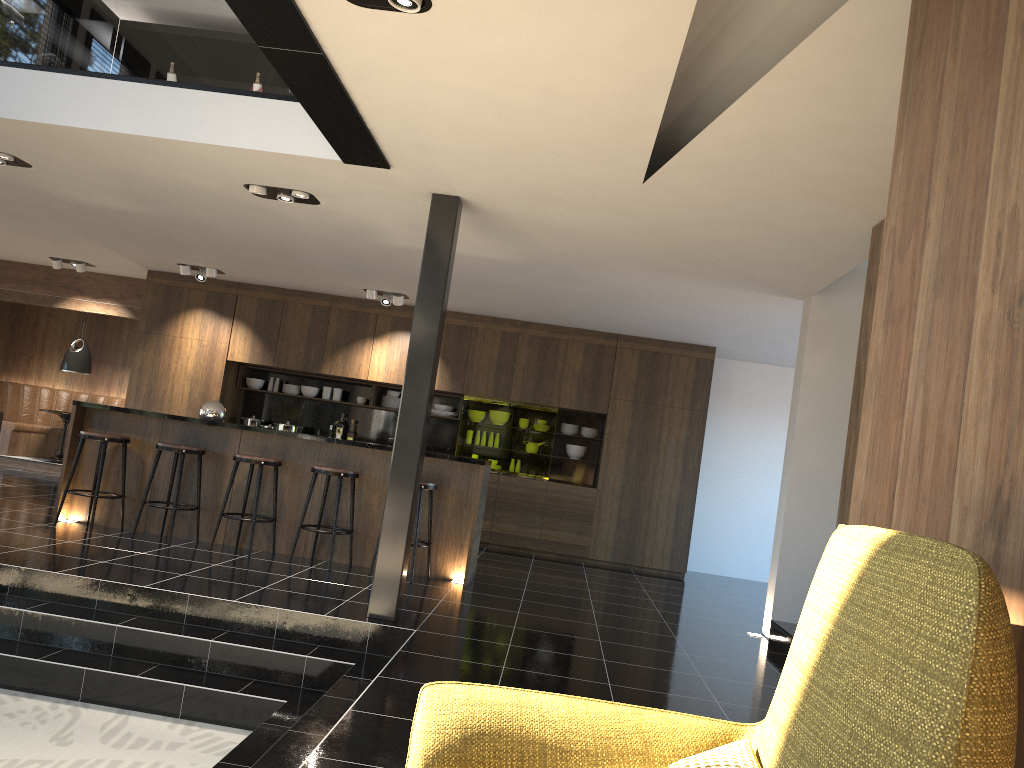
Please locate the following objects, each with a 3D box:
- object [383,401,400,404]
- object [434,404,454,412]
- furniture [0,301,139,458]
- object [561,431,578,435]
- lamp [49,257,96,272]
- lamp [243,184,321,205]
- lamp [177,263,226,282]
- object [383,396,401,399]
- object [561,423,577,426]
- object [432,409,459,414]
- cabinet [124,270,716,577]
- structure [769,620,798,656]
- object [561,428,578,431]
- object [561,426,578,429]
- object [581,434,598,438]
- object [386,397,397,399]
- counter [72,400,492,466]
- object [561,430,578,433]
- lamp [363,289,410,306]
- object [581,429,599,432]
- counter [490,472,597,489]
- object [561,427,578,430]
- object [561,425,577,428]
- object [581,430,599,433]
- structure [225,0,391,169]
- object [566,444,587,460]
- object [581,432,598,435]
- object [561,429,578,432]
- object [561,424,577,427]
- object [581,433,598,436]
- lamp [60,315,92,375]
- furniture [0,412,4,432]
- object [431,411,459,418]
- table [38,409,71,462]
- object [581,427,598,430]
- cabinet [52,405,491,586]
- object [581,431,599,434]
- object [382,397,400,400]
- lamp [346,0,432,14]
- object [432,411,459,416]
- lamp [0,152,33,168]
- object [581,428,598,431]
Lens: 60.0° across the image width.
[{"bbox_3d":[-1.510,0.245,11.175,0.268,0.024,0.269,4,-6,42],"label":"object"},{"bbox_3d":[-0.855,0.314,11.067,0.254,0.088,0.254,6,-5,29],"label":"object"},{"bbox_3d":[-5.849,-0.061,12.358,2.638,2.333,1.175,8,-4,3],"label":"furniture"},{"bbox_3d":[0.700,0.611,10.948,0.220,0.033,0.220,7,-4,13],"label":"object"},{"bbox_3d":[-5.484,-1.536,11.067,0.501,0.280,0.349,8,-4,4],"label":"lamp"},{"bbox_3d":[-1.606,-1.387,6.240,0.501,0.194,0.349,8,-4,4],"label":"lamp"},{"bbox_3d":[-3.543,-1.319,10.113,0.501,0.294,0.349,8,-4,4],"label":"lamp"},{"bbox_3d":[-1.501,0.182,11.179,0.268,0.024,0.269,4,-6,42],"label":"object"},{"bbox_3d":[0.713,0.518,10.954,0.220,0.033,0.220,7,-4,13],"label":"object"},{"bbox_3d":[-0.860,0.361,11.063,0.438,0.039,0.438,5,-6,40],"label":"object"},{"bbox_3d":[-1.193,0.455,10.907,6.891,2.688,0.870,8,-4,4],"label":"cabinet"},{"bbox_3d":[2.977,0.334,3.524,1.963,3.015,6.669,8,-4,4],"label":"structure"},{"bbox_3d":[0.705,0.576,10.951,0.220,0.033,0.220,7,-4,13],"label":"object"},{"bbox_3d":[0.708,0.553,10.952,0.220,0.033,0.220,7,-4,13],"label":"object"},{"bbox_3d":[0.951,0.646,10.932,0.220,0.033,0.220,9,-4,-13],"label":"object"},{"bbox_3d":[-1.502,0.191,11.178,0.268,0.024,0.269,4,-6,42],"label":"object"},{"bbox_3d":[-1.968,0.437,7.803,3.573,0.041,0.699,8,-4,4],"label":"counter"},{"bbox_3d":[0.702,0.598,10.949,0.220,0.033,0.220,7,-4,13],"label":"object"},{"bbox_3d":[-1.409,-1.025,9.975,0.501,0.280,0.349,8,-4,4],"label":"lamp"},{"bbox_3d":[0.960,0.588,10.936,0.220,0.033,0.220,9,-4,-13],"label":"object"},{"bbox_3d":[-1.259,0.936,10.881,4.590,0.005,0.863,8,-4,4],"label":"counter"},{"bbox_3d":[0.707,0.563,10.951,0.220,0.033,0.220,7,-4,13],"label":"object"},{"bbox_3d":[0.710,0.543,10.953,0.220,0.033,0.220,7,-4,13],"label":"object"},{"bbox_3d":[0.958,0.599,10.935,0.220,0.033,0.220,9,-4,-13],"label":"object"},{"bbox_3d":[-2.508,-0.596,1.601,3.447,4.864,7.287,8,-4,3],"label":"structure"},{"bbox_3d":[0.787,0.846,10.937,0.264,0.170,0.264,10,-4,-22],"label":"object"},{"bbox_3d":[0.955,0.622,10.934,0.220,0.033,0.220,9,-4,-13],"label":"object"},{"bbox_3d":[0.704,0.586,10.950,0.220,0.033,0.220,7,-4,13],"label":"object"},{"bbox_3d":[0.712,0.530,10.954,0.220,0.033,0.220,7,-4,13],"label":"object"},{"bbox_3d":[0.953,0.633,10.933,0.220,0.033,0.220,9,-4,-13],"label":"object"},{"bbox_3d":[-5.782,-0.628,11.915,0.390,0.973,0.389,12,-5,-43],"label":"lamp"},{"bbox_3d":[-6.657,0.424,8.594,2.609,0.821,1.366,8,-4,4],"label":"furniture"},{"bbox_3d":[-0.863,0.388,11.061,0.438,0.039,0.438,5,-6,40],"label":"object"},{"bbox_3d":[-5.988,0.703,11.844,0.703,0.643,0.702,10,-4,-22],"label":"table"},{"bbox_3d":[0.963,0.566,10.937,0.220,0.033,0.220,9,-4,-13],"label":"object"},{"bbox_3d":[-2.040,0.949,7.770,3.563,0.993,0.699,8,-4,4],"label":"cabinet"},{"bbox_3d":[0.956,0.611,10.934,0.220,0.033,0.220,9,-4,-13],"label":"object"},{"bbox_3d":[-1.503,0.199,11.178,0.268,0.024,0.269,4,-6,42],"label":"object"},{"bbox_3d":[-0.451,-1.455,3.211,0.346,0.158,0.195,8,-4,4],"label":"lamp"},{"bbox_3d":[-0.862,0.376,11.062,0.438,0.039,0.438,5,-6,40],"label":"object"},{"bbox_3d":[-3.741,-1.670,6.377,0.501,0.231,0.349,8,-4,4],"label":"lamp"},{"bbox_3d":[0.961,0.578,10.936,0.220,0.033,0.220,9,-4,-13],"label":"object"}]
